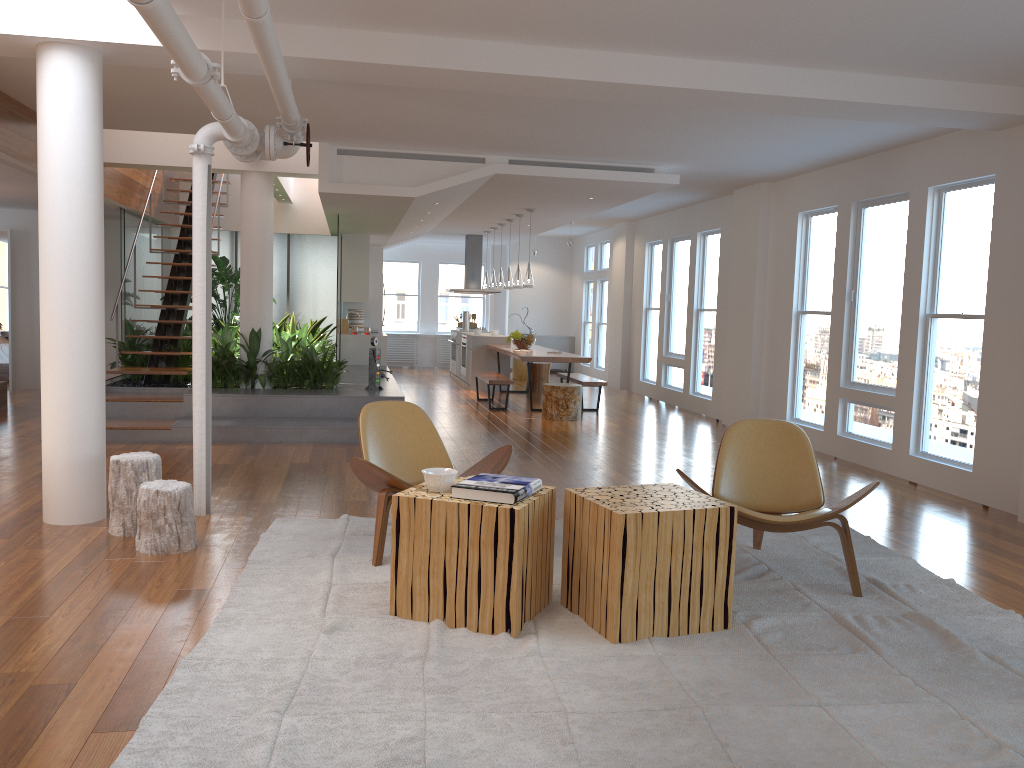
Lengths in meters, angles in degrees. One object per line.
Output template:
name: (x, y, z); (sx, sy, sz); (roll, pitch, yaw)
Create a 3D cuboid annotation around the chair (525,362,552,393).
chair: (0.403, -0.103, 13.640); (0.396, 0.455, 0.402); (0, 5, -20)

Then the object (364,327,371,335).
object: (-2.147, -0.787, 13.161); (0.094, 0.106, 0.094); (1, 5, -5)

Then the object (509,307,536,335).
object: (0.229, -1.261, 17.718); (0.590, 0.563, 0.210); (-2, 6, -39)

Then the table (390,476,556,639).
table: (-0.155, 0.716, 3.760); (0.548, 0.534, 0.489); (4, 5, 20)

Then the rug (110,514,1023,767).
rug: (0.510, 0.965, 3.729); (3.525, 0.057, 3.478); (1, 5, -6)

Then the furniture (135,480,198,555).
furniture: (-1.781, 0.679, 4.575); (0.294, 0.333, 0.292); (-2, 7, -40)

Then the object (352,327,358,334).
object: (-2.334, -0.794, 13.173); (0.094, 0.106, 0.094); (1, 5, -5)

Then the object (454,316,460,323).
object: (-0.974, -1.129, 16.251); (0.199, 0.259, 0.016); (2, 5, 0)

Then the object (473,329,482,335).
object: (-0.544, -0.815, 13.981); (0.152, 0.082, 0.152); (5, 6, 29)

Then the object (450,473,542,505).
object: (-0.060, 0.433, 3.686); (0.279, 0.048, 0.334); (4, 5, 20)

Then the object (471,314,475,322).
object: (-0.721, -1.140, 16.280); (0.068, 0.298, 0.039); (1, 5, -10)

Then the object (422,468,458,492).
object: (-0.304, 0.406, 3.724); (0.152, 0.082, 0.152); (6, 7, 40)

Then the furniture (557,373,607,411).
furniture: (0.911, 0.102, 11.836); (0.316, 0.389, 1.433); (1, 5, -10)

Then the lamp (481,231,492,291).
lamp: (-0.420, -2.081, 14.779); (0.160, 1.060, 0.160); (3, 5, 16)

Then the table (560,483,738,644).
table: (0.564, 0.740, 3.742); (0.548, 0.534, 0.489); (0, 5, -22)

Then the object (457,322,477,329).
object: (-0.822, -1.064, 16.276); (0.353, 0.157, 0.084); (1, 5, -10)

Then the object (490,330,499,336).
object: (-0.277, -0.800, 13.905); (0.152, 0.082, 0.152); (6, 7, 40)

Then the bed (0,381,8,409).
bed: (-6.584, 0.041, 8.626); (2.314, 0.595, 2.207); (1, 5, -10)

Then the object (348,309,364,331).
object: (-2.591, -1.057, 14.705); (0.267, 0.356, 0.266); (3, 5, 15)

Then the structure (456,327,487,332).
structure: (-0.730, -0.980, 15.846); (0.520, 0.073, 0.650); (1, 5, -10)

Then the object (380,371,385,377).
object: (-1.691, -0.171, 11.082); (0.181, 0.155, 0.216); (7, 7, 44)

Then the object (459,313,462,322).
object: (-0.938, -1.147, 16.258); (0.055, 0.299, 0.027); (1, 5, -10)

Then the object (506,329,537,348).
object: (0.138, -0.643, 12.649); (0.292, 0.284, 0.394); (7, 7, 43)

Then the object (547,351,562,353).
object: (0.565, -0.419, 11.690); (0.222, 0.020, 0.222); (0, 5, -18)

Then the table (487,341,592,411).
table: (-0.005, -0.250, 13.682); (0.893, 0.704, 5.996); (1, 5, -10)

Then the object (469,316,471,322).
object: (-0.783, -1.141, 16.266); (0.057, 0.299, 0.019); (1, 5, -10)

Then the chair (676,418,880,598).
chair: (1.334, 0.600, 4.365); (0.856, 0.752, 0.867); (6, 6, 40)

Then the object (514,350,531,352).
object: (0.141, -0.429, 11.660); (0.222, 0.020, 0.222); (5, 6, 30)

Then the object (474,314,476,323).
object: (-0.688, -1.141, 16.305); (0.057, 0.294, 0.030); (1, 5, -10)

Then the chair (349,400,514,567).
chair: (-0.418, 0.509, 4.769); (0.856, 0.752, 0.867); (1, 5, -5)

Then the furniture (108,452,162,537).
furniture: (-2.059, 0.601, 4.878); (0.298, 0.418, 0.290); (6, 7, 42)

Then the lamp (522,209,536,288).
lamp: (0.226, -1.750, 11.237); (0.160, 1.060, 0.160); (3, 5, 16)

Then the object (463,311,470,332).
object: (-0.784, -1.081, 15.359); (0.120, 0.356, 0.172); (6, 6, 38)

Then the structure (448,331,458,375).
structure: (-0.783, -0.555, 15.864); (0.649, 0.735, 0.890); (1, 5, -10)

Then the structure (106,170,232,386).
structure: (-3.241, -2.048, 11.121); (2.552, 4.265, 4.591); (1, 5, -10)

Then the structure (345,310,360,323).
structure: (-2.551, -0.912, 14.160); (0.248, 0.536, 0.115); (1, 5, -10)

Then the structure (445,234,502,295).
structure: (-0.680, -2.302, 15.704); (0.909, 1.405, 0.900); (1, 5, -10)

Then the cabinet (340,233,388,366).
cabinet: (-2.554, -1.236, 15.154); (0.676, 2.280, 4.565); (1, 5, -10)

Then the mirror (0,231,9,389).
mirror: (-7.161, -0.964, 11.400); (1.267, 2.044, 0.049); (1, 5, -10)

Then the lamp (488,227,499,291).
lamp: (-0.291, -2.015, 14.070); (0.160, 1.060, 0.160); (3, 5, 16)

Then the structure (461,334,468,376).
structure: (-0.773, -0.473, 14.433); (0.072, 0.648, 0.644); (1, 5, -10)

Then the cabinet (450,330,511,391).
cabinet: (-0.582, -0.446, 14.984); (0.597, 0.832, 2.936); (1, 5, -10)

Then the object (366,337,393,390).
object: (-1.394, -0.215, 9.380); (0.318, 0.565, 0.134); (4, 6, 26)

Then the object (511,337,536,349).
object: (0.164, -0.579, 12.645); (0.360, 0.159, 0.360); (6, 7, 43)

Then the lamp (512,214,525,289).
lamp: (0.097, -1.816, 11.945); (0.160, 1.060, 0.160); (3, 5, 16)

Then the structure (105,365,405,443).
structure: (-2.981, 0.093, 10.692); (3.088, 0.386, 5.584); (1, 5, -10)

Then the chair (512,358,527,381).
chair: (0.210, -0.296, 15.847); (0.344, 0.430, 0.549); (1, 5, -6)

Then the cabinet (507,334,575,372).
cabinet: (0.578, -0.617, 17.886); (1.309, 0.725, 0.420); (1, 5, -10)

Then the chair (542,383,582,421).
chair: (0.586, 0.206, 10.420); (0.460, 0.400, 0.460); (2, 5, 0)

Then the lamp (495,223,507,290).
lamp: (-0.162, -1.948, 13.362); (0.160, 1.060, 0.160); (3, 5, 16)

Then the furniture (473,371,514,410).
furniture: (-0.262, 0.084, 11.621); (0.316, 0.389, 1.433); (1, 5, -10)

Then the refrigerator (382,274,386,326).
refrigerator: (-2.640, -1.089, 15.911); (0.725, 1.772, 0.908); (1, 5, -10)

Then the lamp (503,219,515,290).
lamp: (-0.032, -1.882, 12.654); (0.160, 1.060, 0.160); (3, 5, 16)

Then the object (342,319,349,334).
object: (-2.520, -0.875, 13.409); (0.104, 0.222, 0.200); (1, 5, -10)
